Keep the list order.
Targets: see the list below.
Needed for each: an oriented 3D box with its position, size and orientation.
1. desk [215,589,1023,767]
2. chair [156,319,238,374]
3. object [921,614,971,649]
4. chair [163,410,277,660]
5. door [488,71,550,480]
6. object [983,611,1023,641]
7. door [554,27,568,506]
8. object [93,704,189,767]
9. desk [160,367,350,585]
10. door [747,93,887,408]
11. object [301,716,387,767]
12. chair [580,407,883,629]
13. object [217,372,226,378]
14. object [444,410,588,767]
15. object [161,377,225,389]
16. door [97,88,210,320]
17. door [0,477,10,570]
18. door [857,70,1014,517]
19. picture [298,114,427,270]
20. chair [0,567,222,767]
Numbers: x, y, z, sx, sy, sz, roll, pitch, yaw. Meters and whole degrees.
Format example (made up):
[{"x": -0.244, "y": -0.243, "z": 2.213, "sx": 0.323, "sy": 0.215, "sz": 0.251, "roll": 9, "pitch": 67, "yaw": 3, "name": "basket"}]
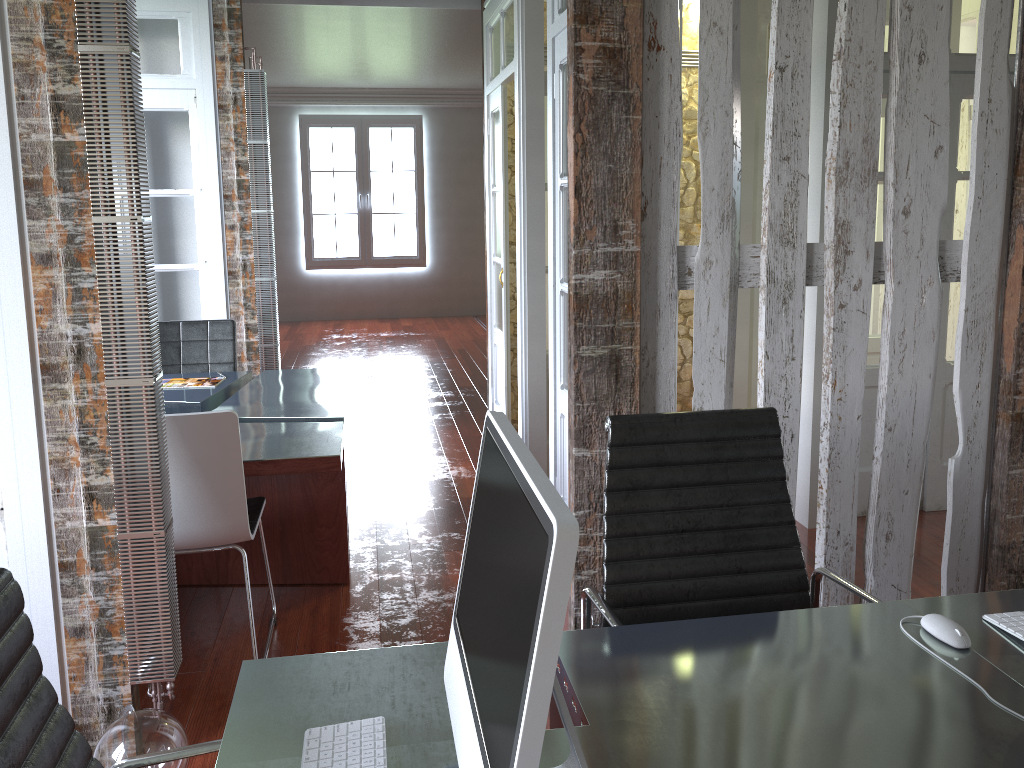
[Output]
[{"x": 0.880, "y": 0.908, "z": 1.156, "sx": 2.508, "sy": 0.722, "sz": 1.312, "roll": -3, "pitch": 11, "yaw": -9, "name": "desk"}, {"x": -1.638, "y": 0.166, "z": 4.504, "sx": 0.475, "sy": 0.912, "sz": 0.606, "roll": -2, "pitch": 10, "yaw": -9, "name": "chair"}, {"x": 0.780, "y": 0.440, "z": 1.588, "sx": 0.059, "sy": 0.028, "sz": 0.107, "roll": -3, "pitch": 11, "yaw": -10, "name": "object"}, {"x": -1.064, "y": 0.481, "z": 2.921, "sx": 0.475, "sy": 0.912, "sz": 0.606, "roll": -2, "pitch": 10, "yaw": -9, "name": "chair"}, {"x": 0.027, "y": -0.614, "z": 5.095, "sx": 0.483, "sy": 2.164, "sz": 1.194, "roll": -7, "pitch": 11, "yaw": -35, "name": "door"}, {"x": 1.104, "y": 0.432, "z": 1.634, "sx": 0.439, "sy": 0.017, "sz": 0.119, "roll": -3, "pitch": 12, "yaw": -9, "name": "object"}, {"x": 0.290, "y": -0.250, "z": 3.284, "sx": 0.041, "sy": 2.162, "sz": 1.066, "roll": -2, "pitch": 9, "yaw": -9, "name": "door"}, {"x": -0.909, "y": 0.981, "z": 2.183, "sx": 0.221, "sy": 0.380, "sz": 0.236, "roll": -6, "pitch": 11, "yaw": -31, "name": "object"}, {"x": -1.442, "y": 0.430, "z": 3.827, "sx": 1.446, "sy": 0.648, "sz": 1.728, "roll": -2, "pitch": 11, "yaw": -9, "name": "desk"}, {"x": 1.829, "y": -0.571, "z": 5.013, "sx": 1.077, "sy": 2.069, "sz": 0.041, "roll": -2, "pitch": 9, "yaw": -9, "name": "door"}, {"x": -0.214, "y": 0.553, "z": 1.114, "sx": 0.118, "sy": 0.017, "sz": 0.443, "roll": -3, "pitch": 12, "yaw": -9, "name": "object"}, {"x": 0.458, "y": 0.622, "z": 1.879, "sx": 0.666, "sy": 1.014, "sz": 0.704, "roll": -3, "pitch": 10, "yaw": -15, "name": "chair"}, {"x": -1.479, "y": -0.046, "z": 4.513, "sx": 0.011, "sy": 0.011, "sz": 0.150, "roll": -7, "pitch": 13, "yaw": -33, "name": "object"}, {"x": 0.007, "y": 0.320, "z": 1.091, "sx": 0.189, "sy": 0.481, "sz": 0.488, "roll": -2, "pitch": 10, "yaw": -9, "name": "object"}, {"x": -1.583, "y": -0.003, "z": 4.332, "sx": 0.307, "sy": 0.012, "sz": 0.226, "roll": -2, "pitch": 12, "yaw": -5, "name": "object"}, {"x": -2.307, "y": -0.596, "z": 5.145, "sx": 1.160, "sy": 2.164, "sz": 0.041, "roll": -2, "pitch": 9, "yaw": -9, "name": "door"}, {"x": -1.794, "y": 0.016, "z": 2.109, "sx": 1.160, "sy": 2.164, "sz": 0.041, "roll": -2, "pitch": 9, "yaw": -9, "name": "door"}, {"x": 1.983, "y": -0.403, "z": 4.182, "sx": 1.077, "sy": 2.069, "sz": 0.041, "roll": -2, "pitch": 9, "yaw": -9, "name": "door"}, {"x": -1.932, "y": -2.499, "z": 11.560, "sx": 1.580, "sy": 1.972, "sz": 0.128, "roll": -2, "pitch": 9, "yaw": -9, "name": "picture"}, {"x": -0.395, "y": 0.776, "z": 1.173, "sx": 0.699, "sy": 1.014, "sz": 0.671, "roll": -2, "pitch": 9, "yaw": -5, "name": "chair"}]
